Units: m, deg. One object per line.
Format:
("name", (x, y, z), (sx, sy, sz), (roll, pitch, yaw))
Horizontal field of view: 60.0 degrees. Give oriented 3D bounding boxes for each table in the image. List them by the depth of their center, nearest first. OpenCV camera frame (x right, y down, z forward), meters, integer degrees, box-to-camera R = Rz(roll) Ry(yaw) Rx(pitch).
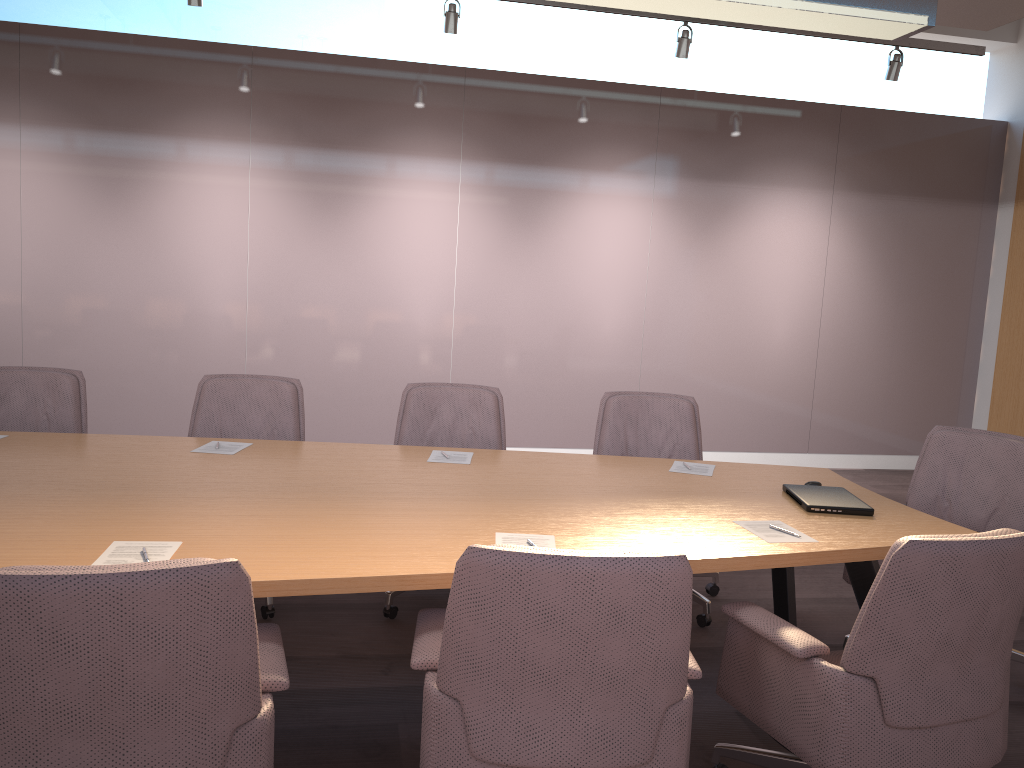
("table", (-2.510, 0.660, 2.614), (8.000, 0.748, 1.885), (2, 7, -11))

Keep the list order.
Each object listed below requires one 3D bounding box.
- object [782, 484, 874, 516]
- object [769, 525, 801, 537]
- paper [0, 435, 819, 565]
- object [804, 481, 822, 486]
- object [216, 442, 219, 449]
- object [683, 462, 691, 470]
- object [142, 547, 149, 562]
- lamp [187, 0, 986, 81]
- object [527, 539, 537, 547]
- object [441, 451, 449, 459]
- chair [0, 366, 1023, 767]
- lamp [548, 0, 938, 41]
("object", (1.117, 0.410, 3.159), (0.231, 0.026, 0.325), (3, 7, 2))
("object", (0.841, 0.453, 2.728), (0.009, 0.009, 0.125), (-1, 8, -32))
("paper", (-2.400, 0.290, 2.593), (6.800, 0.001, 1.713), (2, 7, -10))
("object", (1.159, 0.384, 3.415), (0.070, 0.019, 0.039), (1, 7, -17))
("object", (-1.171, 0.243, 3.530), (0.009, 0.009, 0.125), (1, 7, -16))
("object", (0.719, 0.335, 3.651), (0.009, 0.009, 0.125), (3, 7, -3))
("object", (-0.895, 0.421, 2.171), (0.009, 0.009, 0.125), (0, 8, -27))
("lamp", (-2.050, -2.520, 2.230), (12.467, 1.321, 5.699), (2, 7, -11))
("object", (0.065, 0.445, 2.424), (0.009, 0.009, 0.125), (1, 7, -19))
("object", (-0.273, 0.286, 3.596), (0.009, 0.009, 0.125), (1, 7, -18))
("chair", (-2.610, 0.555, 2.591), (9.673, 0.948, 3.001), (2, 7, -10))
("lamp", (-1.971, -2.253, 2.320), (6.974, 1.864, 0.200), (2, 7, -11))
